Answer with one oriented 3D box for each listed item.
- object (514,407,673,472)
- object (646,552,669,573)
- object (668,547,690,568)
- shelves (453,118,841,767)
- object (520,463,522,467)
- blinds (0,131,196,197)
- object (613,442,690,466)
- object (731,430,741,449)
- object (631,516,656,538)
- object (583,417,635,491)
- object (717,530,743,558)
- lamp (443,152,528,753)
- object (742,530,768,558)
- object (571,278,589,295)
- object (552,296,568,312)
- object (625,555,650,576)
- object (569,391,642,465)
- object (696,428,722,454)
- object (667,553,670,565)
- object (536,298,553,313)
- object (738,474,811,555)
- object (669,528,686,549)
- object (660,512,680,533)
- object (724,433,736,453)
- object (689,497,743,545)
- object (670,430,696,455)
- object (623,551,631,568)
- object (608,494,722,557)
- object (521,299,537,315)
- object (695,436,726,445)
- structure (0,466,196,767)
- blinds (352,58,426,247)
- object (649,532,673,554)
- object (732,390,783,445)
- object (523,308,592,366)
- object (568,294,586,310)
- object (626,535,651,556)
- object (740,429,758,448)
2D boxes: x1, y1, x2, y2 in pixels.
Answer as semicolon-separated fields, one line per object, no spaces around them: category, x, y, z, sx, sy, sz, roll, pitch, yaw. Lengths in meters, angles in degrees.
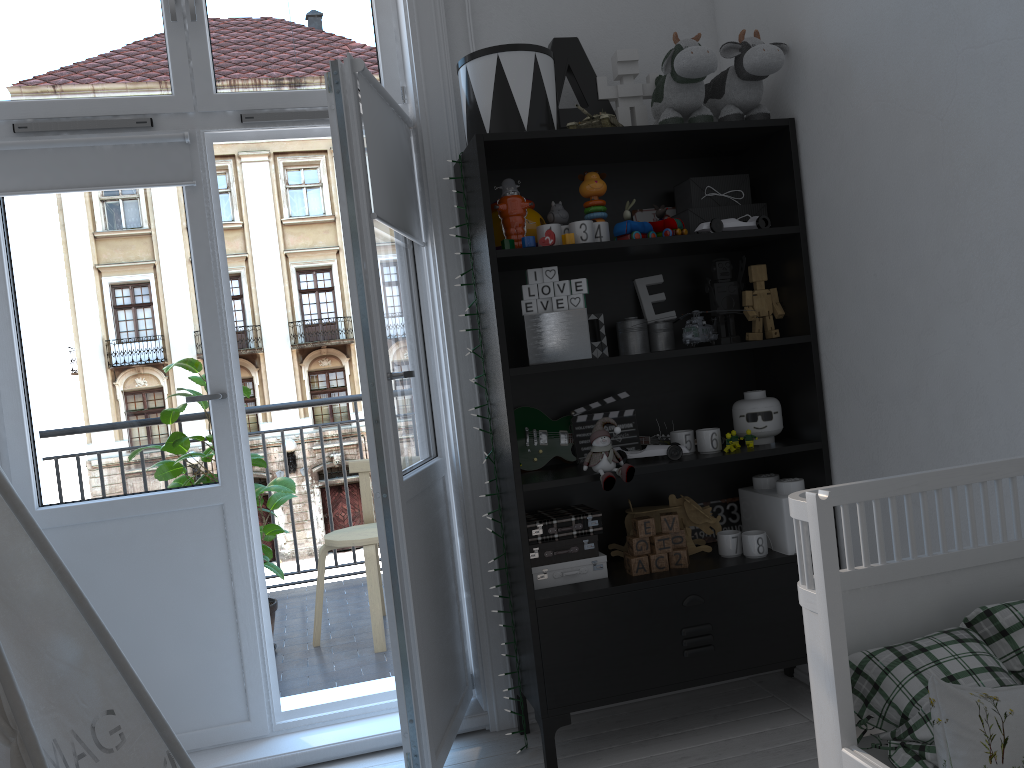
object;0.232;0.164;2.634;0.542;0.239;0.093;-7;2;-13
object;0.405;0.495;2.477;0.050;0.050;0.050;-7;1;-8
object;0.470;0.488;2.492;0.050;0.050;0.050;-6;1;17
shelves;0.403;0.144;2.548;0.911;1.678;0.353;-7;2;-13
object;0.008;0.231;2.502;0.042;0.054;0.031;-6;1;-3
blinds;-1.202;-0.624;2.515;0.565;0.158;0.032;-7;2;-13
object;0.381;0.193;2.489;0.230;0.048;0.098;-6;1;12
object;0.637;0.160;2.541;0.042;0.054;0.031;-7;1;-13
object;0.368;0.399;2.481;0.050;0.050;0.050;-7;1;-13
object;0.253;0.183;2.338;0.110;0.186;0.129;-7;2;-26
object;0.626;0.460;2.550;0.067;0.067;0.067;-6;1;1
lamp;0.363;0.144;2.603;0.985;1.684;0.095;-7;2;-16
object;0.687;0.454;2.508;0.067;0.067;0.067;-6;1;1
object;0.182;-0.261;2.381;0.040;0.040;0.040;-6;1;12
object;0.129;-0.214;2.384;0.040;0.040;0.040;-6;1;2
object;0.348;0.502;2.463;0.050;0.050;0.050;-7;1;-13
object;0.274;0.128;2.617;0.200;0.199;0.048;-7;2;-13
object;0.560;0.162;2.523;0.067;0.067;0.067;-6;1;1
object;0.463;0.487;2.550;0.050;0.050;0.050;-7;1;-13
object;0.085;-0.210;2.393;0.040;0.040;0.040;-7;1;-8
object;0.793;0.374;2.615;0.132;0.199;0.267;-7;1;-13
object;0.460;0.438;2.518;0.050;0.050;0.050;-7;1;-13
object;0.445;0.390;2.501;0.050;0.050;0.050;-6;1;7
object;0.608;0.164;2.479;0.031;0.054;0.042;-5;2;37
object;0.581;0.432;2.747;0.347;0.120;0.034;-7;2;-13
object;0.492;0.169;2.555;0.067;0.067;0.067;-6;1;1
object;0.350;0.500;2.520;0.050;0.050;0.050;-7;1;-13
object;0.451;0.421;2.625;0.337;0.186;0.111;-6;1;2
object;0.047;-0.205;2.386;0.040;0.040;0.040;-6;1;2
object;0.569;0.174;2.686;0.163;0.034;0.069;-7;1;-13
structure;-1.201;0.312;1.736;1.142;1.750;1.143;-7;2;-37
blinds;-0.321;-0.605;2.433;0.032;0.390;0.565;-6;1;7
object;0.414;0.444;2.479;0.050;0.050;0.050;-7;1;-13
object;0.723;0.100;2.613;0.139;0.162;0.139;-7;2;-38
object;0.124;-0.126;2.423;0.170;0.138;0.124;-6;1;2
object;0.175;-0.219;2.382;0.040;0.040;0.040;-6;1;17
object;0.355;0.451;2.486;0.050;0.050;0.050;-7;1;-13
object;0.673;0.156;2.519;0.042;0.054;0.031;-6;2;32
